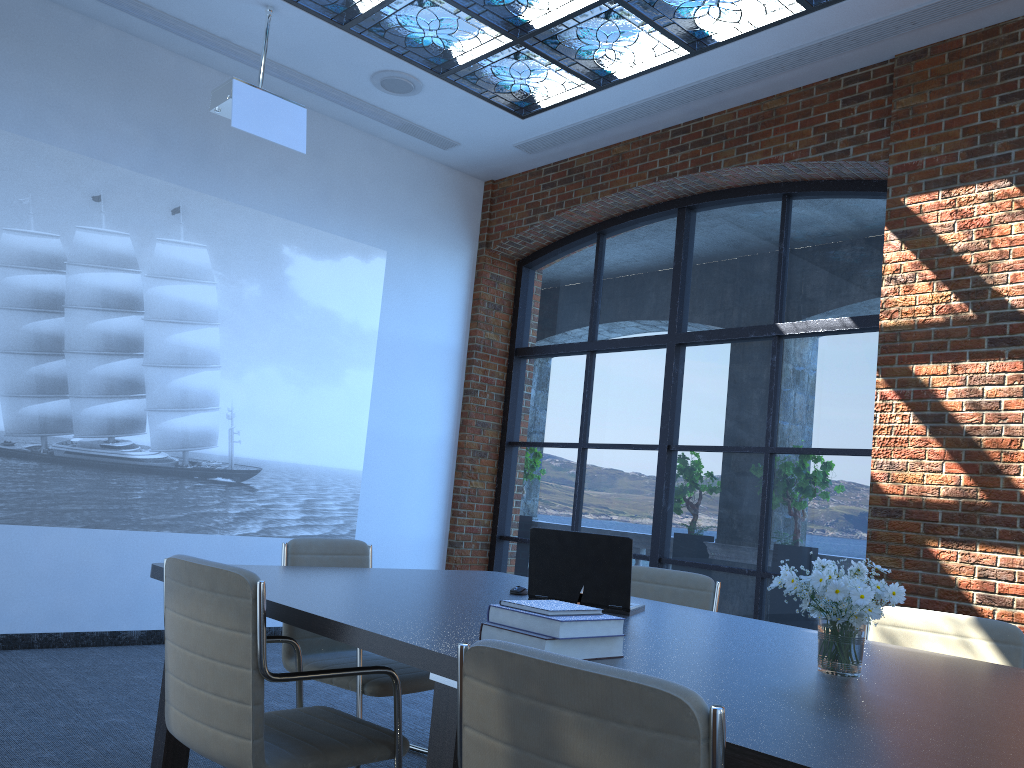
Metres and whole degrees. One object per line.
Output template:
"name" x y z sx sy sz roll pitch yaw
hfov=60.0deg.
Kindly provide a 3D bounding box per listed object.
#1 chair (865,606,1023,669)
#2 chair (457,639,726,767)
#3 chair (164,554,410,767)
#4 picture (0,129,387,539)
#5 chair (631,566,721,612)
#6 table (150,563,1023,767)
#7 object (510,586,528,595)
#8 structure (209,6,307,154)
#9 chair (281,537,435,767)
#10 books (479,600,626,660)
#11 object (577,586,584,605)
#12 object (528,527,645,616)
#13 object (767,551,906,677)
"chair" 1.375 1.248 2.972 0.560 0.919 0.709 1 -8 36
"chair" 0.264 0.970 1.698 0.560 0.919 0.709 0 -8 41
"chair" -0.716 1.019 2.766 0.560 0.919 0.709 0 -8 43
"picture" -2.405 -0.195 5.973 3.474 2.351 0.024 12 -8 -42
"chair" 0.534 1.308 4.027 0.560 0.919 0.709 1 -8 36
"table" 0.731 1.157 2.325 1.816 0.807 4.506 12 -10 -42
"object" 0.032 0.832 3.577 0.059 0.034 0.101 2 -8 28
"structure" -1.484 -1.838 5.291 0.469 0.891 0.391 11 -8 -42
"chair" -0.662 1.185 3.972 0.706 0.919 0.562 1 -8 36
"books" 0.109 0.618 2.238 0.295 0.114 0.255 12 -10 -43
"object" 0.156 0.652 2.560 0.091 0.142 0.092 3 -7 25
"object" 0.292 0.704 3.370 0.390 0.282 0.324 3 -7 21
"object" 0.867 0.607 2.338 0.330 0.308 0.336 10 -8 -31
